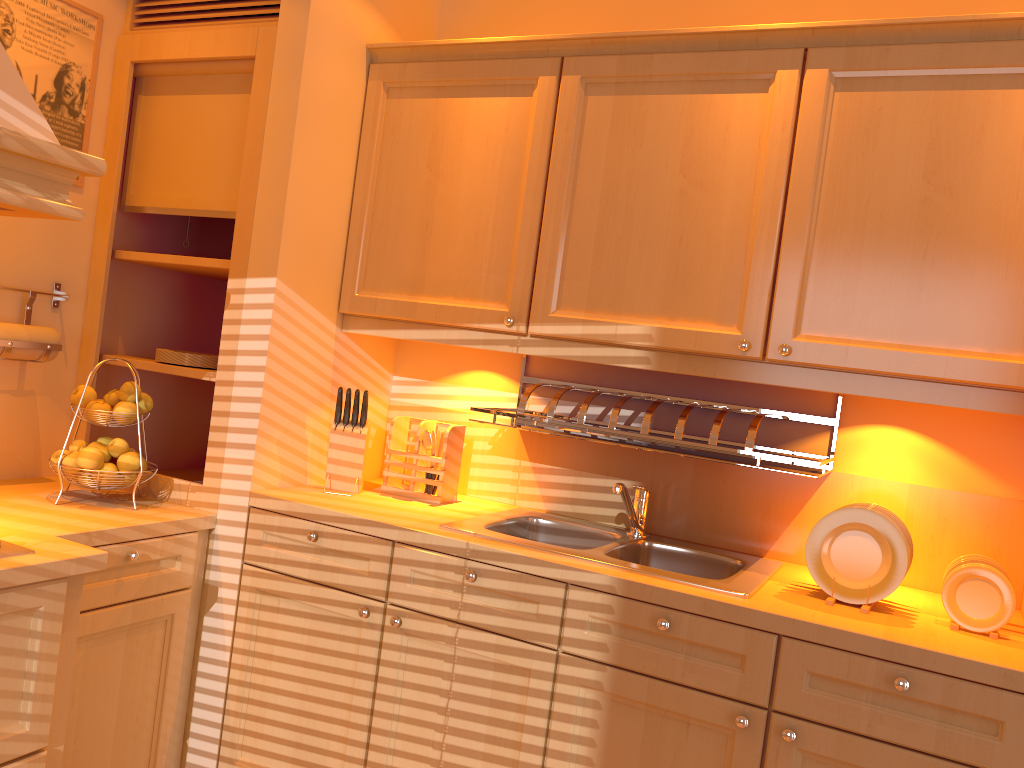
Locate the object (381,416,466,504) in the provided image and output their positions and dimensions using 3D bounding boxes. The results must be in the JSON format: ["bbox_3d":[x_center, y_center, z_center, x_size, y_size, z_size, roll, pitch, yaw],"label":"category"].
[{"bbox_3d":[-0.256,0.217,2.571,0.200,0.221,0.103,8,1,26],"label":"object"}]

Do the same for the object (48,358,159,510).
[{"bbox_3d":[-1.057,0.119,2.323,0.265,0.376,0.265,7,1,-15],"label":"object"}]

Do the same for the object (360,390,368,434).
[{"bbox_3d":[-0.424,0.149,2.479,0.019,0.265,0.037,8,1,9],"label":"object"}]

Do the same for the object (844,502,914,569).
[{"bbox_3d":[0.800,0.371,2.014,0.205,0.200,0.049,8,1,27],"label":"object"}]

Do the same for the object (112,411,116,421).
[{"bbox_3d":[-1.032,0.075,2.359,0.058,0.059,0.058,7,1,-33],"label":"object"}]

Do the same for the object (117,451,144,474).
[{"bbox_3d":[-0.980,0.203,2.277,0.064,0.060,0.063,9,2,41],"label":"object"}]

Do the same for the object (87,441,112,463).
[{"bbox_3d":[-1.060,0.179,2.273,0.063,0.061,0.063,7,1,-1],"label":"object"}]

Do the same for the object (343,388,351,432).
[{"bbox_3d":[-0.471,0.142,2.479,0.019,0.265,0.038,8,1,9],"label":"object"}]

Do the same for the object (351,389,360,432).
[{"bbox_3d":[-0.447,0.145,2.480,0.019,0.265,0.038,8,1,9],"label":"object"}]

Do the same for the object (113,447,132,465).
[{"bbox_3d":[-1.026,0.192,2.347,0.057,0.059,0.058,7,1,-11],"label":"object"}]

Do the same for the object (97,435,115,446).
[{"bbox_3d":[-1.063,0.158,2.325,0.051,0.048,0.050,7,1,-31],"label":"object"}]

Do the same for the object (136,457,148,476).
[{"bbox_3d":[-1.015,0.220,2.393,0.059,0.059,0.058,7,1,-21],"label":"object"}]

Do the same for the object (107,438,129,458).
[{"bbox_3d":[-1.014,0.164,2.283,0.050,0.052,0.049,8,1,33],"label":"object"}]

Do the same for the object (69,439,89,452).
[{"bbox_3d":[-1.117,0.172,2.296,0.055,0.058,0.056,7,1,-29],"label":"object"}]

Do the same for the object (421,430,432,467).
[{"bbox_3d":[-0.243,0.226,2.521,0.042,0.192,0.040,7,1,-14],"label":"object"}]

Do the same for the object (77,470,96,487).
[{"bbox_3d":[-1.088,0.236,2.279,0.052,0.056,0.057,7,1,-12],"label":"object"}]

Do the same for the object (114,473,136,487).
[{"bbox_3d":[-1.016,0.240,2.318,0.063,0.061,0.064,8,1,4],"label":"object"}]

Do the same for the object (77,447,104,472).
[{"bbox_3d":[-1.053,0.189,2.218,0.056,0.063,0.065,7,1,2],"label":"object"}]

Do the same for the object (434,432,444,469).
[{"bbox_3d":[-0.216,0.233,2.523,0.022,0.196,0.018,8,1,30],"label":"object"}]

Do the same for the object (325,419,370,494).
[{"bbox_3d":[-0.463,0.201,2.495,0.100,0.200,0.070,7,1,-1],"label":"object"}]

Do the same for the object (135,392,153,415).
[{"bbox_3d":[-0.983,0.052,2.353,0.058,0.060,0.057,6,2,-43],"label":"object"}]

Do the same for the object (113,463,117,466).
[{"bbox_3d":[-1.073,0.229,2.398,0.058,0.054,0.059,8,1,4],"label":"object"}]

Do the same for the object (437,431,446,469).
[{"bbox_3d":[-0.213,0.229,2.560,0.042,0.192,0.040,7,1,-15],"label":"object"}]

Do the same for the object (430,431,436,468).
[{"bbox_3d":[-0.228,0.231,2.523,0.020,0.196,0.017,6,2,-39],"label":"object"}]

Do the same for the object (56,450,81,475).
[{"bbox_3d":[-1.115,0.198,2.241,0.063,0.063,0.063,8,2,37],"label":"object"}]

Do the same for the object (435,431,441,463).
[{"bbox_3d":[-0.224,0.231,2.545,0.018,0.196,0.023,8,1,30],"label":"object"}]

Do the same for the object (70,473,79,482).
[{"bbox_3d":[-1.127,0.234,2.314,0.046,0.043,0.047,7,1,-14],"label":"object"}]

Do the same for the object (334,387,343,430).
[{"bbox_3d":[-0.492,0.140,2.478,0.019,0.265,0.037,7,1,-10],"label":"object"}]

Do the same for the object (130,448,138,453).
[{"bbox_3d":[-1.045,0.199,2.424,0.045,0.047,0.046,7,1,-19],"label":"object"}]

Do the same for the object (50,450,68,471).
[{"bbox_3d":[-1.160,0.198,2.291,0.056,0.057,0.053,7,1,3],"label":"object"}]

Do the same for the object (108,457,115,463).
[{"bbox_3d":[-1.083,0.189,2.369,0.058,0.055,0.059,8,1,33],"label":"object"}]

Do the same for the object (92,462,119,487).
[{"bbox_3d":[-1.033,0.230,2.254,0.064,0.062,0.064,8,1,13],"label":"object"}]
